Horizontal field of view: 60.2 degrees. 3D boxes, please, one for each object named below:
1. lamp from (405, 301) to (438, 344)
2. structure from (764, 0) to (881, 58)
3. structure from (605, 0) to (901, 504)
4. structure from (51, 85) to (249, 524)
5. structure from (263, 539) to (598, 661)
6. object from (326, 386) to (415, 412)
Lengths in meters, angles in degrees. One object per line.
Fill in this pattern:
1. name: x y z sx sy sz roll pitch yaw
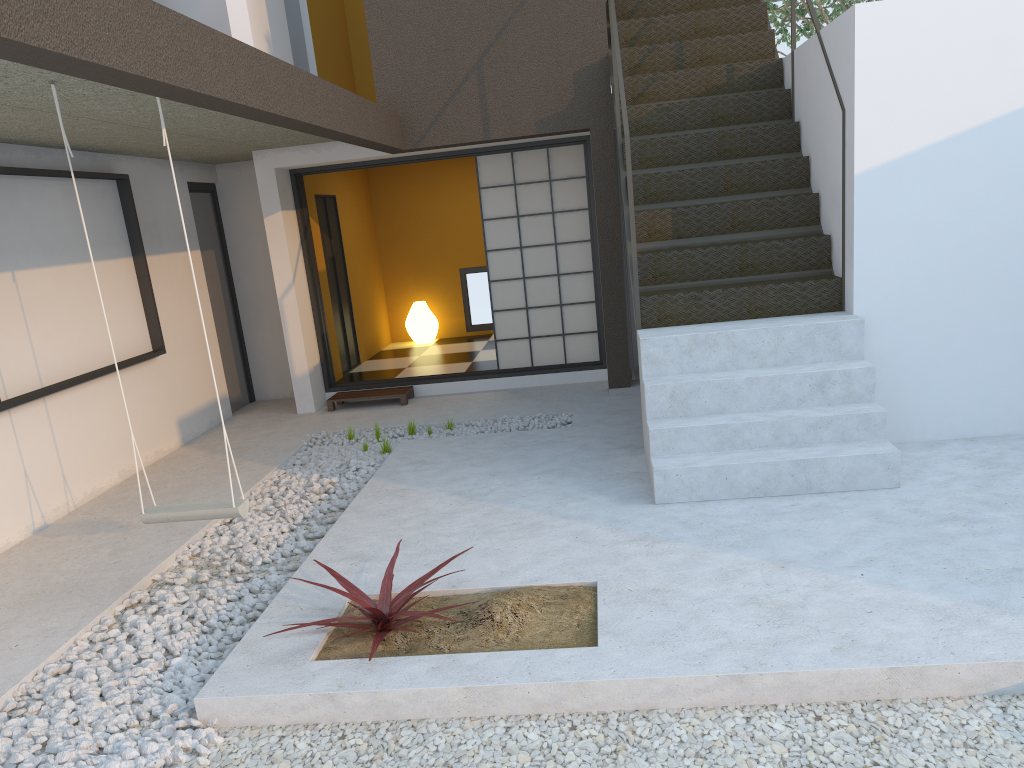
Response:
1. lamp: -1.063 -0.716 10.391 0.386 0.512 0.386 -7 14 -5
2. structure: 5.047 -5.711 11.640 5.490 4.819 7.160 -9 13 -13
3. structure: 1.359 -2.035 6.844 1.159 4.041 6.396 -4 12 6
4. structure: -1.516 -0.304 3.722 0.462 1.913 0.126 -4 16 6
5. structure: -0.265 0.830 3.307 1.204 0.299 0.729 -5 12 6
6. object: -1.246 0.129 7.816 0.703 0.103 0.342 -5 11 6
